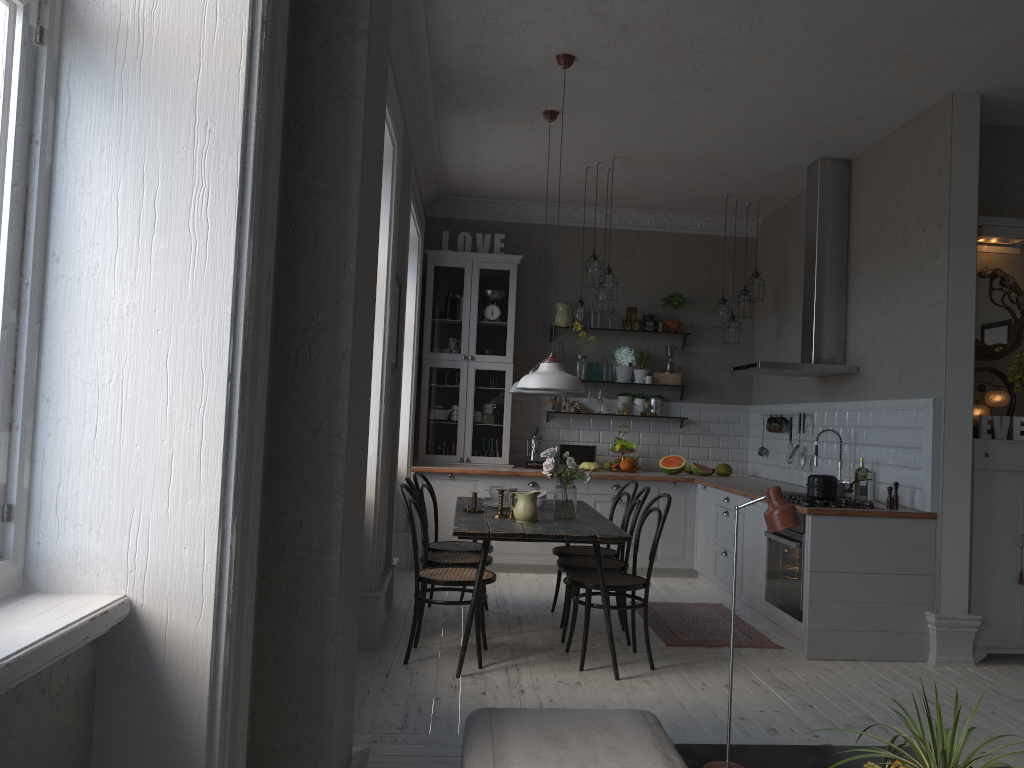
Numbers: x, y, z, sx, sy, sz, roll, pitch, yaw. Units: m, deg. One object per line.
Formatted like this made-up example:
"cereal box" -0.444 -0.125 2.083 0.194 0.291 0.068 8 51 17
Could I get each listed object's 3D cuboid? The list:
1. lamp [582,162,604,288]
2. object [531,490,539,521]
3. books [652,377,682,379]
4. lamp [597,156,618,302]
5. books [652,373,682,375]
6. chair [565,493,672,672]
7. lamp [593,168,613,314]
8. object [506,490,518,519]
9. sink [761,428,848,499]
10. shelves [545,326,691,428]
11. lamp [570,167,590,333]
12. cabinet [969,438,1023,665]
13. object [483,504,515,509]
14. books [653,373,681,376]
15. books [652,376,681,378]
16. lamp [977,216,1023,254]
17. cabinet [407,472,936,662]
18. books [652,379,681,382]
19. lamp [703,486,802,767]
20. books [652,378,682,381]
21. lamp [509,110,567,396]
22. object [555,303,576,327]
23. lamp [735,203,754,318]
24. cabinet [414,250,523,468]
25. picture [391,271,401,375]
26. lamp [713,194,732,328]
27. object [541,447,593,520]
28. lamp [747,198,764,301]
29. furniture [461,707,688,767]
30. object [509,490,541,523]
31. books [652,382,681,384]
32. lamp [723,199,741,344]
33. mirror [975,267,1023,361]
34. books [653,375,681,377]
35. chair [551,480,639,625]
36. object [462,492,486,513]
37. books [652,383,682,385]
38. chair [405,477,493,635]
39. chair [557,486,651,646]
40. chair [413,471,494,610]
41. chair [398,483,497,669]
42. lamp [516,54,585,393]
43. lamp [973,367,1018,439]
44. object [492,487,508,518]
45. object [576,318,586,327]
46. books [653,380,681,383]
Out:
"lamp" 0.659 -1.619 6.847 0.148 1.735 0.145 3 -2 -17
"object" 0.126 0.679 4.951 0.059 0.167 0.059 2 -2 10
"books" 1.456 -0.050 8.332 0.261 0.011 0.157 3 -2 -2
"lamp" 0.756 -1.490 6.692 0.143 1.735 0.150 0 -3 43
"books" 1.458 -0.093 8.334 0.261 0.011 0.158 2 -2 1
"chair" 0.575 1.050 4.827 0.552 0.921 0.435 3 -2 -7
"lamp" 0.751 -1.427 7.004 0.148 1.735 0.145 3 -2 -17
"object" 0.001 0.671 4.976 0.061 0.172 0.063 2 -2 18
"sink" 2.035 0.656 6.103 0.530 0.720 0.484 3 -2 -4
"shelves" 0.985 -0.040 8.282 1.321 0.923 0.228 3 -2 -5
"lamp" 0.569 -1.277 6.985 0.150 1.735 0.143 4 -3 -37
"cabinet" 2.945 0.983 5.295 0.669 1.297 0.382 3 -2 -5
"object" -0.060 0.763 5.506 0.235 0.027 0.240 2 -2 14
"books" 1.458 -0.082 8.334 0.260 0.016 0.158 2 -2 4
"books" 1.457 -0.061 8.333 0.261 0.011 0.158 2 -2 1
"lamp" 3.040 -0.926 5.519 0.417 0.171 0.219 3 -2 -5
"cabinet" 1.214 1.185 6.807 4.106 0.854 2.030 0 -3 42
"books" 1.455 -0.028 8.331 0.260 0.016 0.158 2 -2 4
"lamp" 0.684 0.708 2.529 0.247 0.839 0.140 1 -3 31
"books" 1.456 -0.039 8.332 0.261 0.011 0.158 2 -2 1
"lamp" 0.211 -0.855 5.766 0.378 1.859 0.380 2 -2 4
"object" 0.486 -0.630 8.205 0.189 0.216 0.174 2 -2 10
"lamp" 2.095 -1.460 7.887 0.143 1.735 0.150 1 -3 38
"cabinet" -0.390 -0.203 8.025 0.883 1.921 0.386 3 -2 -5
"picture" -0.724 -0.376 5.466 0.020 0.620 0.519 3 -2 -3
"lamp" 1.836 -1.352 7.619 0.144 1.735 0.149 1 -3 28
"object" 0.310 0.568 5.093 0.313 0.414 0.250 3 -2 -6
"lamp" 2.151 -1.592 7.727 0.149 1.735 0.144 4 -3 -32
"furniture" 0.161 1.144 2.229 0.585 0.476 0.825 3 -2 -4
"object" 0.075 0.671 4.864 0.153 0.170 0.133 5 -3 -43
"books" 1.454 -0.007 8.330 0.261 0.011 0.158 2 -2 1
"lamp" 1.953 -1.218 7.759 0.149 1.735 0.144 4 -3 -32
"mirror" 3.011 -0.444 5.580 0.534 0.593 0.071 3 -2 -5
"books" 1.457 -0.072 8.333 0.259 0.016 0.158 2 -2 8
"chair" 0.540 1.089 5.841 0.552 0.921 0.435 3 -2 -7
"object" -0.223 0.703 5.266 0.141 0.112 0.137 3 -2 -21
"books" 1.454 0.005 8.330 0.261 0.011 0.157 3 -2 -2
"chair" -0.387 1.027 5.312 0.552 0.921 0.435 3 -2 -7
"chair" 0.545 1.070 5.358 0.548 0.921 0.439 2 -2 3
"chair" -0.393 1.046 5.798 0.546 0.921 0.440 2 -2 8
"chair" -0.356 1.006 4.759 0.548 0.921 0.439 2 -2 3
"lamp" 0.254 -0.888 4.876 0.372 1.859 0.387 1 -3 34
"lamp" 2.881 0.174 5.416 0.448 0.558 0.172 2 -2 3
"object" -0.063 0.671 5.042 0.097 0.172 0.094 4 -3 -23
"object" 0.640 -0.567 8.274 0.103 0.111 0.103 3 -2 -4
"books" 1.455 -0.018 8.331 0.259 0.016 0.158 2 -2 8
